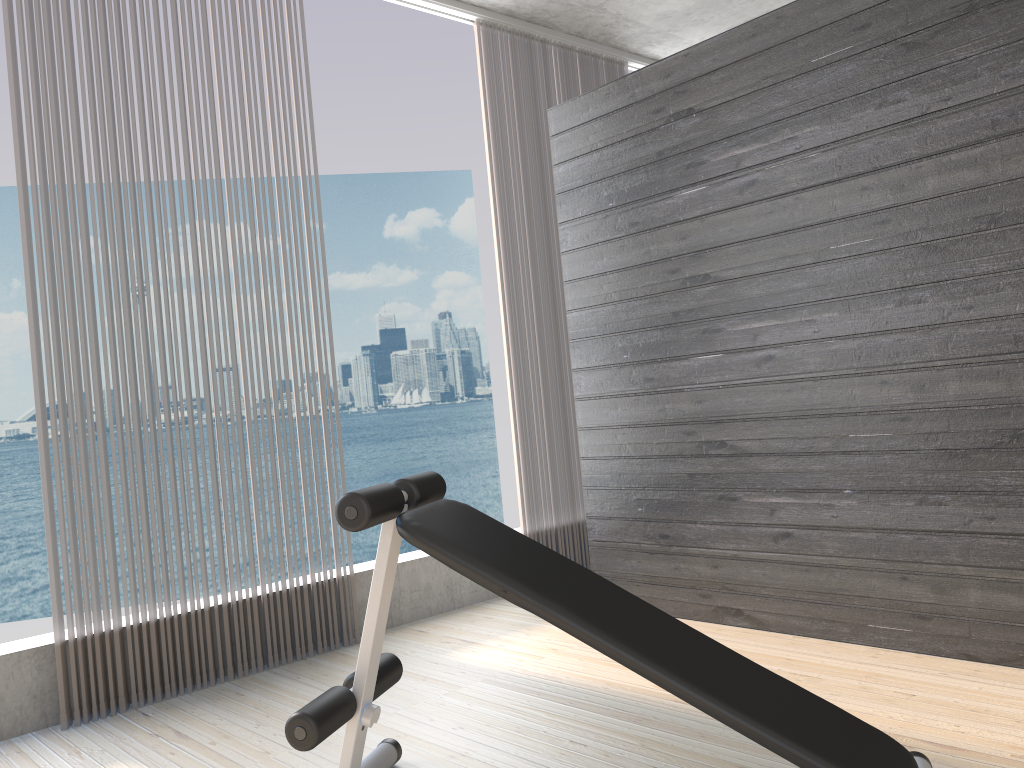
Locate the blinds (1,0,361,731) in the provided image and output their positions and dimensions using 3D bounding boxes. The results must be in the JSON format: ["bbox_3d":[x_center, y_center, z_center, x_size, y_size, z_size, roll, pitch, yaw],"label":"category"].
[{"bbox_3d":[-1.146,-0.302,3.220,1.133,2.744,0.069,-4,-2,-42],"label":"blinds"}]

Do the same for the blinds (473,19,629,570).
[{"bbox_3d":[0.355,-0.415,4.587,1.133,2.744,0.069,-4,-2,-42],"label":"blinds"}]

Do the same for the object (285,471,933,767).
[{"bbox_3d":[0.177,0.549,1.877,1.312,0.746,0.505,-6,-1,17],"label":"object"}]
